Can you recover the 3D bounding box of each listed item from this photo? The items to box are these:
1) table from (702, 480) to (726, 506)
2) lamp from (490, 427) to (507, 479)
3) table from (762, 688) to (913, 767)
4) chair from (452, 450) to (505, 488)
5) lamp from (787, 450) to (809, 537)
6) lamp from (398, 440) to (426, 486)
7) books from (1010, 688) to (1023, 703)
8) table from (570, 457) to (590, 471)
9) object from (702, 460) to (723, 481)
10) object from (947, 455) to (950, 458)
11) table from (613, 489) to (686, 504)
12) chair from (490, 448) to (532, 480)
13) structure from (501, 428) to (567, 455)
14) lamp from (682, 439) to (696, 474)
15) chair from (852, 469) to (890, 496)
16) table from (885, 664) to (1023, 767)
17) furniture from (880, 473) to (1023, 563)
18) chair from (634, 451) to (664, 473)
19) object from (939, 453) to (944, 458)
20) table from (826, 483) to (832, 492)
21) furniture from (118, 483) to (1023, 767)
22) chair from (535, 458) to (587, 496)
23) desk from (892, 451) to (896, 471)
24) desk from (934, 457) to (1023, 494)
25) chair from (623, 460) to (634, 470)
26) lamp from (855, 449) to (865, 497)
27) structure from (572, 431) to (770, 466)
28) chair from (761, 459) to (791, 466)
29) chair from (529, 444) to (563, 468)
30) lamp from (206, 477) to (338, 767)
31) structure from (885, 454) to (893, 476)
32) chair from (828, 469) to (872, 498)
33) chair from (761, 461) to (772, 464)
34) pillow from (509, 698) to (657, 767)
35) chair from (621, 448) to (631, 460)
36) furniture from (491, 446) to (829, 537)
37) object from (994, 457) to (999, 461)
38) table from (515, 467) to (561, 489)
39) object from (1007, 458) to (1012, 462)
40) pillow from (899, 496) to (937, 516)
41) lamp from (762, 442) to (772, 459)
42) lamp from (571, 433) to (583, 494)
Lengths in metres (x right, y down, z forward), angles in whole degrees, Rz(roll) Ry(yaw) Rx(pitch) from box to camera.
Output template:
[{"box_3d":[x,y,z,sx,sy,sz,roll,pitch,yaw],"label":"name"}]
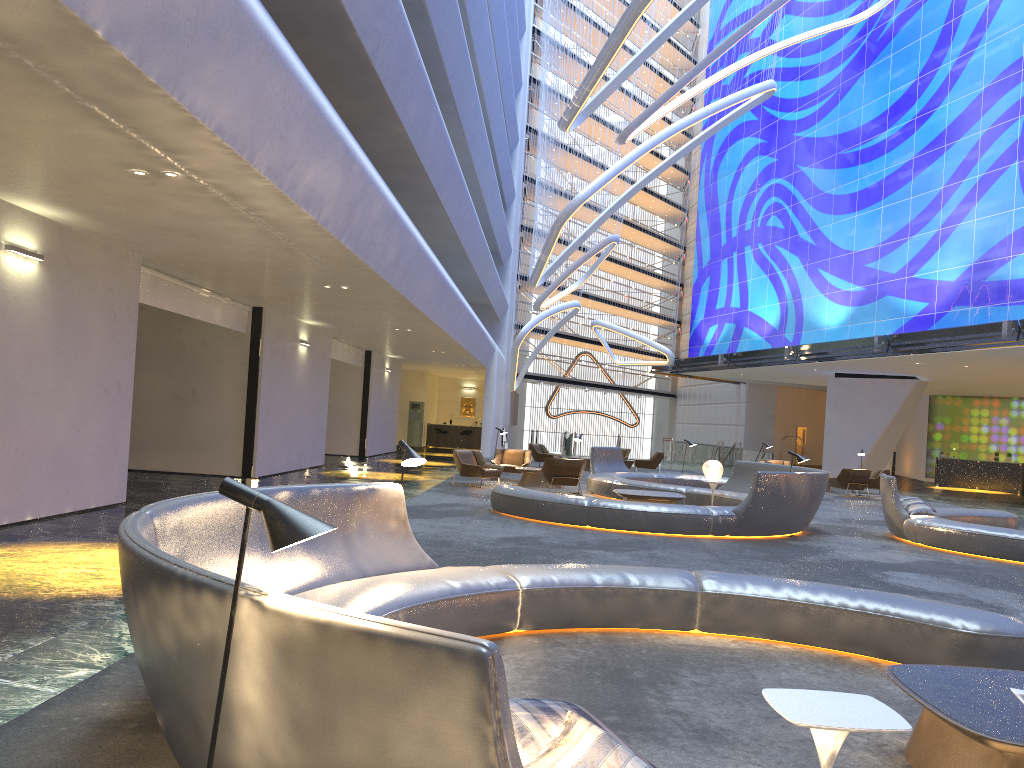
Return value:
[{"box_3d":[3.650,2.065,16.097,0.418,0.595,0.428,4,-1,2],"label":"table"},{"box_3d":[-0.332,1.712,21.911,0.384,1.300,0.202,3,0,20],"label":"lamp"},{"box_3d":[1.045,1.370,2.954,0.418,0.595,0.428,4,-1,-1],"label":"table"},{"box_3d":[-0.771,1.853,19.419,0.938,0.766,0.931,3,-2,36],"label":"chair"},{"box_3d":[4.259,1.657,13.381,0.384,1.300,0.202,3,0,20],"label":"lamp"},{"box_3d":[-0.787,1.056,6.369,0.202,1.300,0.384,4,-1,-38],"label":"lamp"},{"box_3d":[2.456,1.397,3.917,0.395,0.039,0.301,3,-2,17],"label":"books"},{"box_3d":[2.528,2.626,28.950,1.202,0.392,1.204,3,-2,21],"label":"table"},{"box_3d":[3.638,1.571,16.073,0.366,0.387,0.318,3,-1,10],"label":"object"},{"box_3d":[16.642,2.765,33.788,0.107,0.108,0.111,3,-2,37],"label":"object"},{"box_3d":[2.324,2.055,15.113,1.203,0.392,1.204,3,-2,3],"label":"table"},{"box_3d":[-0.012,1.999,21.838,0.929,0.766,0.939,3,-2,9],"label":"chair"},{"box_3d":[1.215,6.673,50.932,3.016,8.235,19.844,4,-2,3],"label":"structure"},{"box_3d":[4.282,1.991,21.631,0.384,1.300,0.202,3,0,20],"label":"lamp"},{"box_3d":[10.206,2.781,25.257,0.938,0.766,0.930,3,-2,11],"label":"chair"},{"box_3d":[2.350,1.604,3.882,1.203,0.392,1.204,3,-2,3],"label":"table"},{"box_3d":[8.649,1.978,11.133,5.186,0.969,9.932,4,-2,-5],"label":"furniture"},{"box_3d":[4.419,2.555,28.709,0.938,0.766,0.930,3,-2,5],"label":"chair"},{"box_3d":[16.447,2.739,33.938,0.149,0.149,0.149,3,-2,37],"label":"object"},{"box_3d":[8.747,2.891,25.787,1.203,0.392,1.204,3,-2,3],"label":"table"},{"box_3d":[0.859,1.124,2.114,5.185,0.969,9.933,4,-2,-1],"label":"furniture"},{"box_3d":[1.036,1.936,18.655,0.930,0.766,0.939,4,-2,-14],"label":"chair"},{"box_3d":[20.515,4.227,49.030,2.975,1.097,0.814,2,-2,41],"label":"desk"},{"box_3d":[17.592,3.407,33.283,2.975,1.097,0.814,2,-2,41],"label":"desk"},{"box_3d":[3.125,2.414,27.234,0.940,0.766,0.929,5,-2,-36],"label":"chair"},{"box_3d":[9.493,2.421,24.138,0.202,1.300,0.384,3,-1,19],"label":"lamp"},{"box_3d":[7.647,7.118,51.091,9.303,8.396,19.748,4,-2,3],"label":"structure"},{"box_3d":[8.077,2.721,27.108,0.929,0.766,0.939,3,-2,9],"label":"chair"},{"box_3d":[1.074,2.345,28.722,0.938,0.766,0.930,3,-2,27],"label":"chair"},{"box_3d":[-0.679,0.899,2.312,0.384,1.300,0.202,4,0,2],"label":"lamp"},{"box_3d":[16.601,3.109,39.184,1.023,2.050,0.772,4,-1,-19],"label":"structure"},{"box_3d":[9.124,2.659,23.924,0.930,0.766,0.939,4,-2,-14],"label":"chair"},{"box_3d":[7.317,2.576,24.688,0.938,0.766,0.931,3,-2,36],"label":"chair"},{"box_3d":[0.179,1.049,2.376,0.693,0.262,0.877,5,-3,-35],"label":"pillow"},{"box_3d":[3.500,2.556,30.159,0.928,0.766,0.940,3,-2,29],"label":"chair"},{"box_3d":[3.317,1.883,17.054,5.182,0.969,9.940,3,-2,19],"label":"furniture"},{"box_3d":[17.903,2.784,32.744,0.150,0.145,0.150,3,-2,36],"label":"object"},{"box_3d":[0.658,2.168,20.518,1.203,0.392,1.204,4,-2,2],"label":"table"},{"box_3d":[18.239,2.796,32.513,0.150,0.145,0.150,3,-2,36],"label":"object"},{"box_3d":[6.283,1.898,13.863,0.692,0.262,0.878,3,-2,11],"label":"pillow"},{"box_3d":[7.757,2.434,27.180,0.384,1.300,0.202,3,0,20],"label":"lamp"},{"box_3d":[1.404,1.699,18.869,0.202,1.300,0.384,3,-1,19],"label":"lamp"}]
